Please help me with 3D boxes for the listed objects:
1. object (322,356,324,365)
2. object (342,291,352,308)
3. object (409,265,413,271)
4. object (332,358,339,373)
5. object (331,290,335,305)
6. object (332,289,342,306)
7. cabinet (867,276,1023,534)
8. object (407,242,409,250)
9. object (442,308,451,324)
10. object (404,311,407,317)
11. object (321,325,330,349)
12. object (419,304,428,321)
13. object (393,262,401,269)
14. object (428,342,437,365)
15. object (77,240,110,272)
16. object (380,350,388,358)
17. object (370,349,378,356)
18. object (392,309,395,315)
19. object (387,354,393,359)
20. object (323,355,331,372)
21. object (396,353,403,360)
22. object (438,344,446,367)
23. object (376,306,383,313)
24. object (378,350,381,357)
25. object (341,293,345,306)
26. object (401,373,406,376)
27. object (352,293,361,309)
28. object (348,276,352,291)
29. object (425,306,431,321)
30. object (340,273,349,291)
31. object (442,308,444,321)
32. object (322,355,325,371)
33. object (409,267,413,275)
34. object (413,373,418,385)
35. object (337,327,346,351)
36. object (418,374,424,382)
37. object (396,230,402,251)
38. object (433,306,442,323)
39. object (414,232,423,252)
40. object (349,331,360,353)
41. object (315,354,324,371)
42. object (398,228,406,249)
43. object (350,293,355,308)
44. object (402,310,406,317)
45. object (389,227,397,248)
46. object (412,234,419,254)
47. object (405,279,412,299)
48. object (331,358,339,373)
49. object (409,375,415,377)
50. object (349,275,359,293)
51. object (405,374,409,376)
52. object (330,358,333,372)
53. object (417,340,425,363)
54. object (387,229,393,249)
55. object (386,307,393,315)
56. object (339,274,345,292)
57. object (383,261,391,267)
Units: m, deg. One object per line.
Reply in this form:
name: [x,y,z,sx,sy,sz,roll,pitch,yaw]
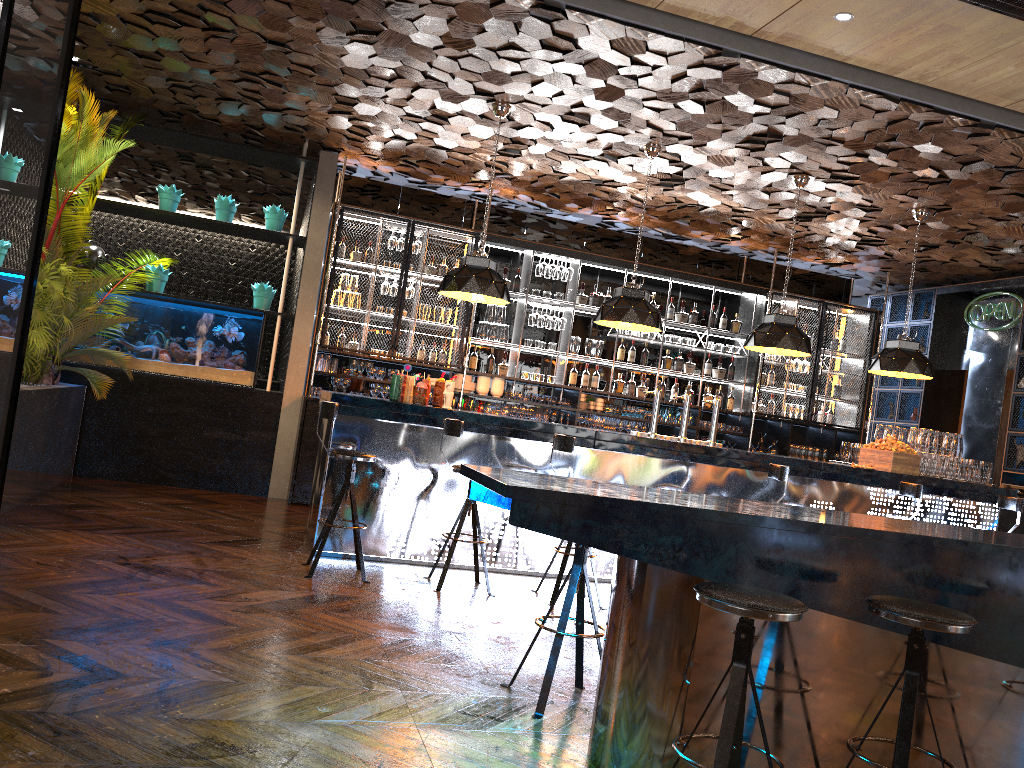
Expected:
object: [-1.976,-0.217,9.376,0.067,0.174,0.067,7,-2,35]
object: [-1.756,-0.895,9.455,0.092,0.182,0.092,9,-2,-20]
object: [-1.113,-1.249,9.569,0.077,0.080,0.077,8,-2,20]
object: [-1.840,-0.190,9.221,0.051,0.152,0.058,9,-2,-10]
object: [-1.891,-0.913,9.523,0.092,0.182,0.092,9,-2,-20]
object: [-1.854,-0.910,9.427,0.092,0.182,0.092,9,-2,-20]
cabinet: [5.572,0.567,10.269,0.691,3.514,4.416,9,-2,-15]
object: [-1.096,-1.547,9.554,0.081,0.213,0.081,9,-2,-10]
object: [-0.718,-0.738,9.698,0.092,0.182,0.092,9,-2,-20]
object: [-1.191,-0.755,9.693,0.077,0.080,0.077,9,-2,-20]
object: [-1.977,-0.498,9.412,0.075,0.261,0.075,7,-2,33]
object: [-0.966,-0.776,9.626,0.092,0.182,0.092,9,-2,-20]
object: [-1.245,-1.268,9.578,0.077,0.080,0.077,8,-2,20]
object: [-0.865,-0.329,9.745,0.075,0.260,0.075,7,-2,33]
object: [-4.151,-1.270,8.784,0.278,0.292,0.290,8,-2,21]
object: [-1.374,-0.317,9.508,0.077,0.080,0.077,9,-2,-30]
object: [-1.477,-0.332,9.491,0.077,0.080,0.077,8,-2,24]
object: [-1.289,-0.770,9.659,0.077,0.080,0.077,7,-2,39]
object: [-1.323,-0.307,9.611,0.077,0.080,0.077,7,-2,40]
object: [-1.922,-0.213,9.218,0.067,0.174,0.067,8,-2,24]
object: [-1.221,-0.293,9.582,0.077,0.080,0.077,9,-2,-27]
object: [-0.761,-0.313,9.752,0.075,0.260,0.075,7,-2,33]
object: [-1.427,-0.793,9.558,0.077,0.080,0.077,8,-2,-4]
object: [-1.452,-0.324,9.652,0.077,0.080,0.077,8,-2,24]
object: [-1.787,-0.897,9.545,0.092,0.182,0.092,9,-2,-20]
object: [-1.161,-0.059,9.405,0.078,0.103,0.078,7,-2,27]
object: [-1.657,-0.880,9.471,0.092,0.182,0.092,9,-2,-20]
object: [-1.710,-1.070,9.555,0.092,0.182,0.092,9,-2,-20]
object: [-0.941,-0.769,9.738,0.092,0.182,0.092,9,-2,-20]
object: [-1.780,-1.083,9.444,0.092,0.182,0.092,9,-2,-20]
object: [-0.733,-0.737,9.792,0.092,0.182,0.092,9,-2,-20]
object: [-1.949,-0.215,9.290,0.067,0.174,0.067,8,-2,10]
object: [-1.131,-1.247,9.731,0.077,0.080,0.077,8,-2,20]
object: [-1.053,-0.050,9.707,0.074,0.131,0.074,8,-2,-3]
object: [-1.810,-0.474,9.430,0.075,0.260,0.075,8,-2,18]
object: [-0.978,-0.043,9.544,0.074,0.131,0.074,8,-2,-3]
object: [-1.217,-1.561,9.670,0.081,0.213,0.081,9,-2,-10]
object: [-0.814,-0.752,9.694,0.092,0.182,0.092,9,-2,-20]
object: [-1.010,-1.534,9.578,0.081,0.213,0.081,9,-2,-10]
object: [-1.684,-0.445,9.476,0.108,0.244,0.108,8,-2,-2]
object: [-1.995,-0.225,9.186,0.067,0.174,0.067,8,-2,-7]
object: [-1.179,-1.560,9.531,0.081,0.213,0.081,9,-2,-10]
object: [-1.694,-0.883,9.562,0.092,0.182,0.092,9,-2,-20]
object: [-1.188,-0.759,9.530,0.077,0.080,0.077,9,-2,-20]
object: [-1.270,-1.574,9.506,0.081,0.213,0.081,9,-2,-10]
object: [-1.049,-1.536,9.717,0.081,0.213,0.081,9,-2,-10]
object: [-1.120,-1.041,9.704,0.081,0.213,0.081,9,-2,-10]
object: [-1.852,-0.190,9.280,0.058,0.152,0.051,9,-2,-11]
object: [-1.065,-0.043,9.424,0.078,0.099,0.078,7,-2,42]
object: [-1.685,-1.068,9.479,0.092,0.182,0.092,9,-2,-20]
object: [-1.120,-0.049,9.503,0.078,0.099,0.078,7,-2,42]
object: [-1.907,-0.193,9.450,0.051,0.152,0.058,8,-2,9]
object: [-0.990,-0.347,9.687,0.075,0.261,0.075,7,-2,33]
object: [-1.309,-1.575,9.645,0.081,0.213,0.081,9,-2,-10]
object: [-1.321,-0.778,9.548,0.077,0.080,0.077,9,-2,-37]
object: [-1.811,-1.085,9.537,0.092,0.182,0.092,9,-2,-20]
object: [-1.351,-1.283,9.569,0.077,0.080,0.077,9,-2,-25]
